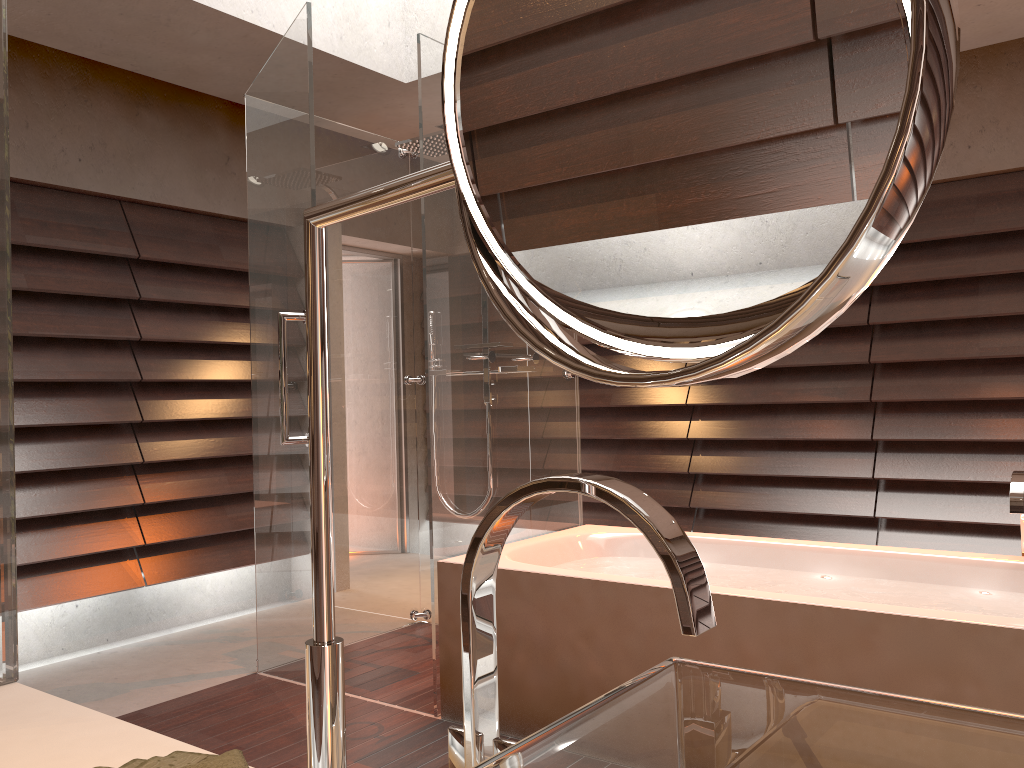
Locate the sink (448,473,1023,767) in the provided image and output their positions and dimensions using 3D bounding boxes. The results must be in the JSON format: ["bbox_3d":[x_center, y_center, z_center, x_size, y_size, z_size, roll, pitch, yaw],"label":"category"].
[{"bbox_3d":[0.155,0.227,0.440,0.486,0.357,0.340,-2,-1,37],"label":"sink"}]

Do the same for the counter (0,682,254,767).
[{"bbox_3d":[-0.808,0.709,1.157,2.931,0.686,0.350,-2,-1,37],"label":"counter"}]

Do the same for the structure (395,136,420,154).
[{"bbox_3d":[-0.259,-0.201,3.700,0.575,1.578,0.385,-2,-1,37],"label":"structure"}]

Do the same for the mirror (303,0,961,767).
[{"bbox_3d":[0.003,0.114,0.333,0.316,0.589,0.074,-2,-1,39],"label":"mirror"}]

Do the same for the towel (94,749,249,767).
[{"bbox_3d":[-0.325,0.395,0.754,0.258,0.057,0.571,-1,-1,-12],"label":"towel"}]

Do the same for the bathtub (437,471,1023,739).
[{"bbox_3d":[0.863,0.652,2.628,2.000,0.761,0.994,-2,-1,37],"label":"bathtub"}]
